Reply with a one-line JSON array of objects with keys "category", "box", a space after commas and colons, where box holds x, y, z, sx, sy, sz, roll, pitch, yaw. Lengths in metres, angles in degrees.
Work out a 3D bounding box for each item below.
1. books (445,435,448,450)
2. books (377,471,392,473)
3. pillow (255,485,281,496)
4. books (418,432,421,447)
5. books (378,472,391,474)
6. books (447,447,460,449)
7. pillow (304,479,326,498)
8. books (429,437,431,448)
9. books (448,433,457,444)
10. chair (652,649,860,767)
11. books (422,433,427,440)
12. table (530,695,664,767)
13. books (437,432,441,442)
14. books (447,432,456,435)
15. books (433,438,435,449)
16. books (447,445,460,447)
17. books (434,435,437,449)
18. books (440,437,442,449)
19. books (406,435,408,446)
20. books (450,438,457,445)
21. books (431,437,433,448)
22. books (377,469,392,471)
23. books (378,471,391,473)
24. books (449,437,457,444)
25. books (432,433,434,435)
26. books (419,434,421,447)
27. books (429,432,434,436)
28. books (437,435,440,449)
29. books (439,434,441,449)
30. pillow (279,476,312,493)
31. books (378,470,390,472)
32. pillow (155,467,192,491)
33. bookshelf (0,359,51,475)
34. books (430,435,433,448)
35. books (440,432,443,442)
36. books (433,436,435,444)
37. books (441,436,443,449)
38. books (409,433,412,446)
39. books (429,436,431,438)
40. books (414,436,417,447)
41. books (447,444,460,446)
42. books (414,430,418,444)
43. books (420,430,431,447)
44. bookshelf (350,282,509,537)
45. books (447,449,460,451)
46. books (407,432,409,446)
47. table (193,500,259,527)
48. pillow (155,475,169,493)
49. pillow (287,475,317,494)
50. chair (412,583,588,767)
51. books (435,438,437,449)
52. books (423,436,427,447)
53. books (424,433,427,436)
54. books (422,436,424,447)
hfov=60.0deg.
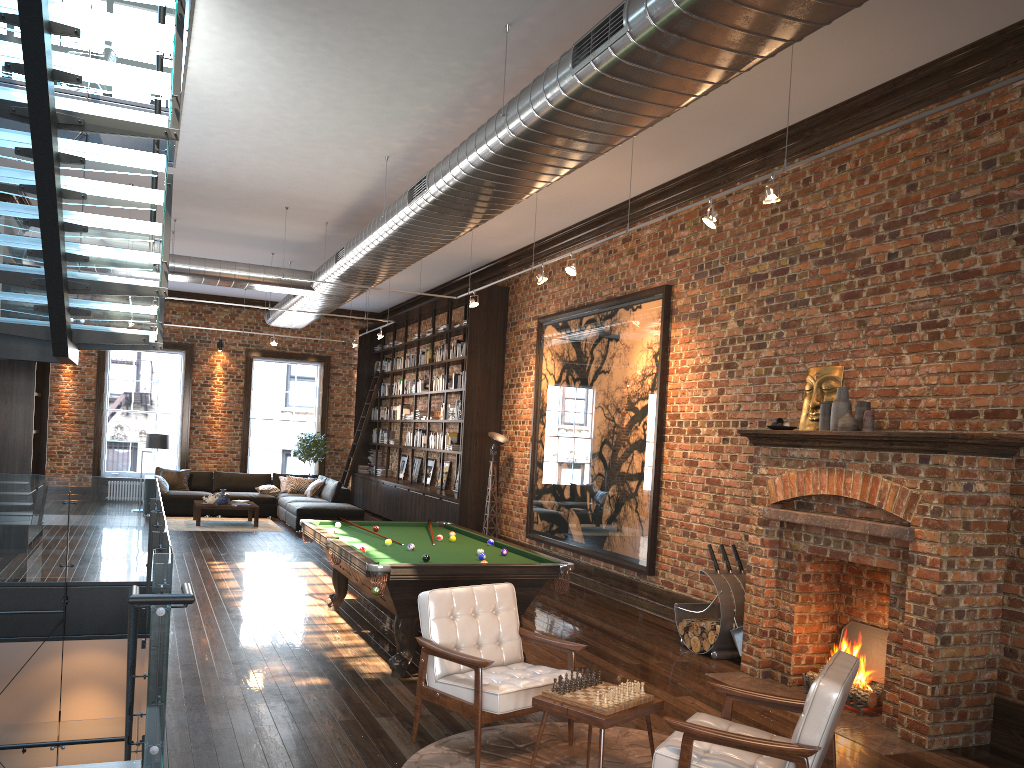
[{"category": "books", "box": [-1.053, 1.004, 15.134, 0.176, 0.246, 0.038, 3, 1, -23]}, {"category": "books", "box": [-2.737, 1.889, 19.010, 0.229, 0.008, 0.330, 5, -4, -26]}, {"category": "pillow", "box": [-4.720, 2.054, 17.139, 0.410, 0.204, 0.610, 4, -3, -24]}, {"category": "books", "box": [-1.671, 1.041, 16.653, 0.185, 0.288, 0.016, 3, 1, -23]}, {"category": "books", "box": [-2.732, 1.904, 19.013, 0.229, 0.008, 0.328, 5, -4, -21]}, {"category": "books", "box": [-0.970, 1.070, 14.825, 0.160, 0.012, 0.337, 4, -4, -20]}, {"category": "pillow", "box": [-3.792, 2.012, 17.048, 0.314, 0.355, 0.628, 4, -2, -23]}, {"category": "books", "box": [-1.420, 1.065, 16.068, 0.158, 0.201, 0.028, 3, 1, -23]}, {"category": "books", "box": [-1.014, 0.985, 15.110, 0.160, 0.285, 0.014, 3, 1, -23]}, {"category": "chair", "box": [1.071, 1.596, 3.880, 0.740, 0.866, 0.770, 3, -1, 28]}, {"category": "books", "box": [-1.579, 1.047, 16.432, 0.172, 0.259, 0.013, 3, 1, -23]}, {"category": "table", "box": [0.402, 1.768, 4.295, 0.462, 0.495, 0.518, 2, -2, 43]}, {"category": "books", "box": [-1.246, 1.003, 15.648, 0.152, 0.292, 0.031, 3, 1, -23]}, {"category": "books", "box": [-1.038, 0.980, 15.167, 0.149, 0.301, 0.013, 3, 1, -23]}, {"category": "books", "box": [-1.307, 1.060, 15.743, 0.175, 0.184, 0.034, 4, 1, -23]}, {"category": "books", "box": [-0.966, 1.033, 14.825, 0.160, 0.012, 0.338, 4, -4, -19]}, {"category": "books", "box": [-1.286, 1.032, 15.714, 0.166, 0.238, 0.034, 3, 1, -23]}, {"category": "books", "box": [-1.154, 1.035, 15.400, 0.183, 0.207, 0.028, 4, 1, -23]}, {"category": "books", "box": [-1.996, 1.117, 17.448, 0.178, 0.205, 0.068, 4, 1, -22]}, {"category": "books", "box": [-0.992, 1.020, 15.059, 0.136, 0.211, 0.035, 3, 1, -23]}, {"category": "books", "box": [-1.362, 1.056, 15.925, 0.170, 0.209, 0.028, 3, 1, -23]}, {"category": "books", "box": [-2.741, 1.842, 19.007, 0.227, 0.007, 0.371, 5, -4, -28]}, {"category": "books", "box": [-2.734, 1.881, 19.011, 0.229, 0.008, 0.329, 5, -4, -20]}, {"category": "books", "box": [-1.007, 1.012, 15.089, 0.141, 0.229, 0.032, 3, 1, -23]}, {"category": "books", "box": [-1.382, 1.024, 15.972, 0.146, 0.276, 0.013, 3, 1, -23]}, {"category": "books", "box": [-1.621, 1.052, 16.499, 0.187, 0.251, 0.050, 3, 1, -23]}, {"category": "books", "box": [-1.451, 1.024, 16.153, 0.132, 0.291, 0.016, 3, 1, -23]}, {"category": "books", "box": [-1.209, 1.021, 15.530, 0.191, 0.246, 0.031, 3, 1, -23]}, {"category": "books", "box": [-1.181, 1.008, 15.462, 0.161, 0.265, 0.033, 3, 1, -23]}, {"category": "pillow", "box": [-4.263, 2.010, 17.551, 0.704, 0.338, 0.269, 4, -1, -22]}, {"category": "books", "box": [-2.741, 1.866, 19.008, 0.229, 0.008, 0.332, 4, -4, -17]}, {"category": "pillow", "box": [-6.406, 1.789, 16.698, 0.702, 0.440, 0.304, 4, -1, -22]}, {"category": "bookshelf", "box": [-6.377, 0.340, 11.600, 0.401, 3.519, 1.779, 3, 0, -22]}, {"category": "books", "box": [-1.384, 1.043, 15.948, 0.168, 0.234, 0.032, 3, 1, -23]}, {"category": "books", "box": [-1.158, 0.991, 15.419, 0.178, 0.297, 0.014, 3, 1, -23]}, {"category": "books", "box": [-1.314, 1.044, 15.773, 0.174, 0.218, 0.027, 3, 1, -23]}, {"category": "books", "box": [-1.127, 1.018, 15.333, 0.175, 0.235, 0.027, 3, 1, -23]}, {"category": "books", "box": [-1.897, 1.075, 17.176, 0.190, 0.260, 0.027, 3, 1, -23]}, {"category": "books", "box": [-1.451, 1.057, 16.127, 0.153, 0.221, 0.034, 3, 1, -23]}, {"category": "books", "box": [-1.766, 1.090, 16.871, 0.175, 0.207, 0.031, 4, 1, -23]}, {"category": "books", "box": [-0.971, 1.021, 14.823, 0.161, 0.012, 0.306, 4, -4, -15]}, {"category": "books", "box": [-1.790, 1.042, 16.968, 0.170, 0.312, 0.038, 3, 1, -23]}, {"category": "books", "box": [-1.603, 1.018, 16.470, 0.186, 0.317, 0.015, 3, 1, -23]}, {"category": "bookshelf", "box": [-1.844, 0.667, 16.596, 0.601, 4.000, 7.402, 3, -2, -22]}, {"category": "books", "box": [-0.972, 1.106, 14.826, 0.160, 0.012, 0.337, 4, -4, -20]}, {"category": "books", "box": [-1.944, 1.073, 17.300, 0.180, 0.275, 0.013, 3, 1, -23]}, {"category": "table", "box": [-4.957, 2.240, 15.348, 1.002, 0.345, 1.000, 4, -3, -22]}, {"category": "pillow", "box": [-6.423, 1.837, 16.275, 0.244, 0.305, 0.573, 3, -2, -22]}, {"category": "pillow", "box": [-4.125, 1.982, 17.413, 0.612, 0.362, 0.287, 4, -1, -19]}, {"category": "chair", "box": [-0.065, 1.600, 4.950, 0.770, 0.866, 0.740, 4, -1, -42]}, {"category": "books", "box": [-1.272, 1.051, 15.671, 0.165, 0.197, 0.027, 4, 1, -23]}, {"category": "books", "box": [-1.537, 1.062, 16.320, 0.191, 0.218, 0.033, 4, 1, -23]}, {"category": "books", "box": [-1.539, 1.044, 16.343, 0.177, 0.256, 0.014, 3, 1, -23]}, {"category": "books", "box": [-1.563, 1.071, 16.390, 0.191, 0.205, 0.025, 4, 1, -23]}]
